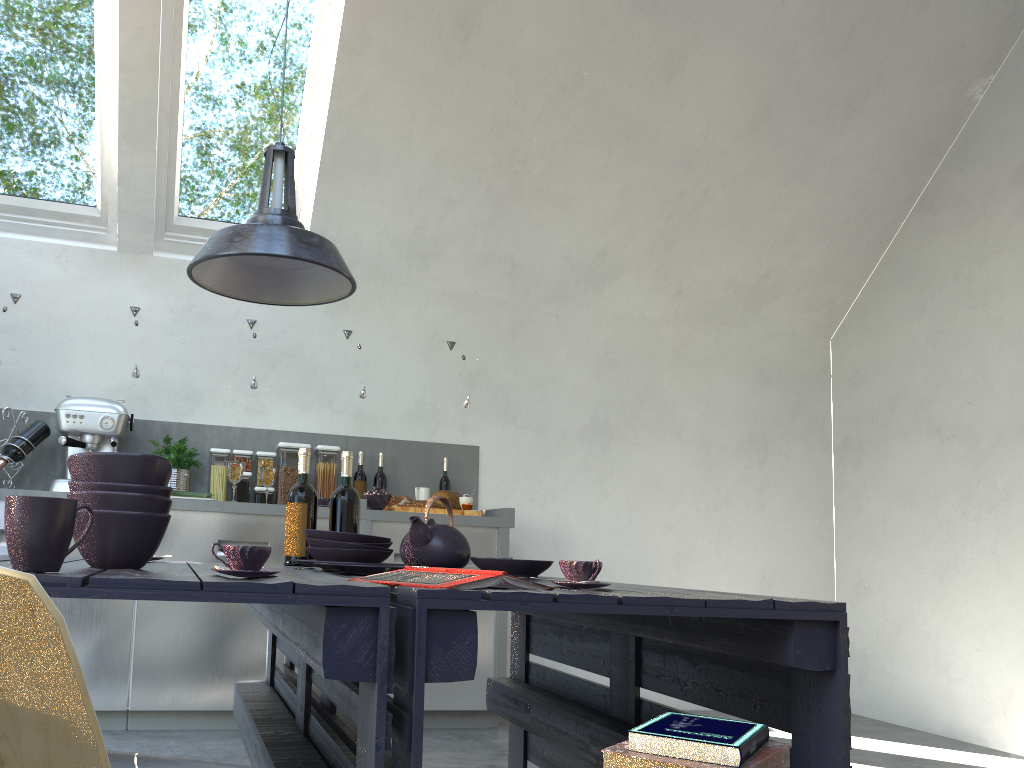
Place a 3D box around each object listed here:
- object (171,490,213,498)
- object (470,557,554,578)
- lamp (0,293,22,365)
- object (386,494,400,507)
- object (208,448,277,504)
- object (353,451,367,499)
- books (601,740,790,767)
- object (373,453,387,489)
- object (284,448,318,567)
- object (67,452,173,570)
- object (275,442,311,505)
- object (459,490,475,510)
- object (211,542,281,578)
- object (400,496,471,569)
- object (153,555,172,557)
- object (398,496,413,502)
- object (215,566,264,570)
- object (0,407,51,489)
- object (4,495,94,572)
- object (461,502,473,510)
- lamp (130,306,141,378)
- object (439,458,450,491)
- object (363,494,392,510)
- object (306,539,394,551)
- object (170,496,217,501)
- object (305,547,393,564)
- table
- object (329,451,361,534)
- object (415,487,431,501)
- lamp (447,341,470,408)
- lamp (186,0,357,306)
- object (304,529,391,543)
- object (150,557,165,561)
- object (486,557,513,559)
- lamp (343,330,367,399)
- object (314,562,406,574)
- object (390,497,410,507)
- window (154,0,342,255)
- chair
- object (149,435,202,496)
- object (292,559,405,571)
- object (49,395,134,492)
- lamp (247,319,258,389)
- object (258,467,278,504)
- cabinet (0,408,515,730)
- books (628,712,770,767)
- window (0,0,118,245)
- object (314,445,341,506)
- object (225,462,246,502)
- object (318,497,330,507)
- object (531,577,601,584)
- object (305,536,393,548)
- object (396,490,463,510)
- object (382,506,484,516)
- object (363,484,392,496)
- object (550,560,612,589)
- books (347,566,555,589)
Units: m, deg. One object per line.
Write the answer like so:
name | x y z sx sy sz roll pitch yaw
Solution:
object | -1.561 0.521 4.146 0.276 0.053 0.144 3 -11 0
object | -0.001 0.503 2.396 0.240 0.047 0.222 -2 -12 22
lamp | -2.465 -0.275 4.266 0.058 0.432 0.347 4 -8 -20
object | -0.634 0.602 4.495 0.125 0.076 0.114 -2 -11 25
object | -1.406 0.496 4.551 0.331 0.291 0.110 5 -7 -16
object | -0.824 0.536 4.736 0.070 0.341 0.076 5 -7 -25
books | 0.255 0.510 1.189 0.185 0.032 0.243 -5 -13 32
object | -0.719 0.547 4.764 0.070 0.341 0.075 4 -7 -15
object | -0.611 0.358 2.546 0.095 0.341 0.088 -1 -7 20
object | -0.747 0.245 1.663 0.188 0.212 0.223 5 -9 -17
object | -1.165 0.496 4.637 0.169 0.350 0.133 4 -7 -18
object | -0.238 0.602 4.536 0.077 0.119 0.070 -2 -9 27
object | -0.447 0.296 1.471 0.111 0.056 0.123 8 -12 -30
object | -0.223 0.444 2.574 0.206 0.230 0.227 5 -9 -16
object | -1.006 0.477 2.416 0.125 0.013 0.029 12 -14 -40
object | -0.566 0.623 4.583 0.125 0.076 0.114 -2 -11 25
object | -0.472 0.319 1.506 0.029 0.013 0.129 0 -12 15
object | -2.360 0.307 4.105 0.239 0.389 0.328 1 -9 10
object | -0.695 0.227 1.315 0.124 0.108 0.106 7 -10 -26
object | -0.230 0.628 4.471 0.056 0.046 0.063 8 -11 -33
lamp | -1.896 -0.219 4.423 0.056 0.431 0.359 5 -9 -30
object | -0.373 0.581 4.856 0.061 0.341 0.064 4 -7 -15
object | -0.670 0.593 4.341 0.155 0.078 0.140 -3 -12 29
object | -0.422 0.438 2.275 0.223 0.062 0.238 5 -11 -13
object | -1.543 0.546 4.150 0.253 0.012 0.190 7 -12 -19
object | -0.424 0.453 2.273 0.240 0.047 0.222 -2 -12 22
table | -0.449 0.826 1.989 1.553 0.788 1.574 6 -11 -18
object | -0.494 0.372 2.587 0.094 0.341 0.089 0 -7 15
object | -0.468 0.606 4.604 0.082 0.118 0.090 2 -8 3
lamp | -0.293 -0.060 4.846 0.058 0.432 0.347 4 -8 -20
lamp | -0.601 -0.797 2.298 0.418 1.085 0.449 4 -7 -18
object | -0.429 0.413 2.276 0.222 0.057 0.240 6 -12 -18
object | -1.001 0.453 2.376 0.111 0.056 0.123 8 -12 -30
object | -0.037 0.547 2.627 0.111 0.056 0.122 7 -12 -25
lamp | -0.834 -0.114 4.706 0.056 0.431 0.359 5 -9 -30
object | -0.337 0.424 2.004 0.229 0.019 0.243 5 -12 -13
object | -0.599 0.613 4.514 0.197 0.058 0.202 2 -11 2
window | -1.293 -1.461 4.253 0.805 1.374 1.545 5 -9 -19
chair | -0.607 0.634 1.125 0.714 0.810 0.761 0 -9 12
object | -1.699 0.425 4.396 0.262 0.338 0.239 -2 -9 25
object | -0.425 0.474 2.273 0.305 0.024 0.290 0 -12 13
object | -2.017 0.295 4.210 0.347 0.495 0.447 5 -9 -19
lamp | -1.354 -0.165 4.563 0.058 0.432 0.347 4 -8 -20
object | -1.212 0.509 4.332 0.094 0.190 0.104 6 -9 -30
cabinet | -1.430 0.901 4.297 2.768 1.462 0.591 5 -8 -15
books | 0.258 0.483 1.196 0.152 0.025 0.196 -3 -13 27
window | -2.220 -1.544 4.013 0.805 1.380 1.553 5 -9 -19
object | -0.997 0.513 4.684 0.124 0.350 0.133 4 -7 -19
object | -1.318 0.468 4.153 0.104 0.190 0.094 -2 -9 31
object | -0.931 0.583 4.288 0.116 0.056 0.118 3 -10 -3
object | 0.101 0.373 1.647 0.135 0.013 0.027 0 -11 11
object | -0.425 0.426 2.280 0.224 0.062 0.237 5 -11 -13
object | -0.410 0.596 4.517 0.135 0.110 0.430 -6 -14 41
object | -0.419 0.661 4.494 0.456 0.028 0.321 6 -12 -17
object | -0.669 0.544 4.347 0.152 0.094 0.150 9 -12 -32
object | 0.131 0.363 1.675 0.114 0.056 0.120 4 -11 -10
books | -0.103 0.340 1.542 0.237 0.030 0.289 -7 -15 39
